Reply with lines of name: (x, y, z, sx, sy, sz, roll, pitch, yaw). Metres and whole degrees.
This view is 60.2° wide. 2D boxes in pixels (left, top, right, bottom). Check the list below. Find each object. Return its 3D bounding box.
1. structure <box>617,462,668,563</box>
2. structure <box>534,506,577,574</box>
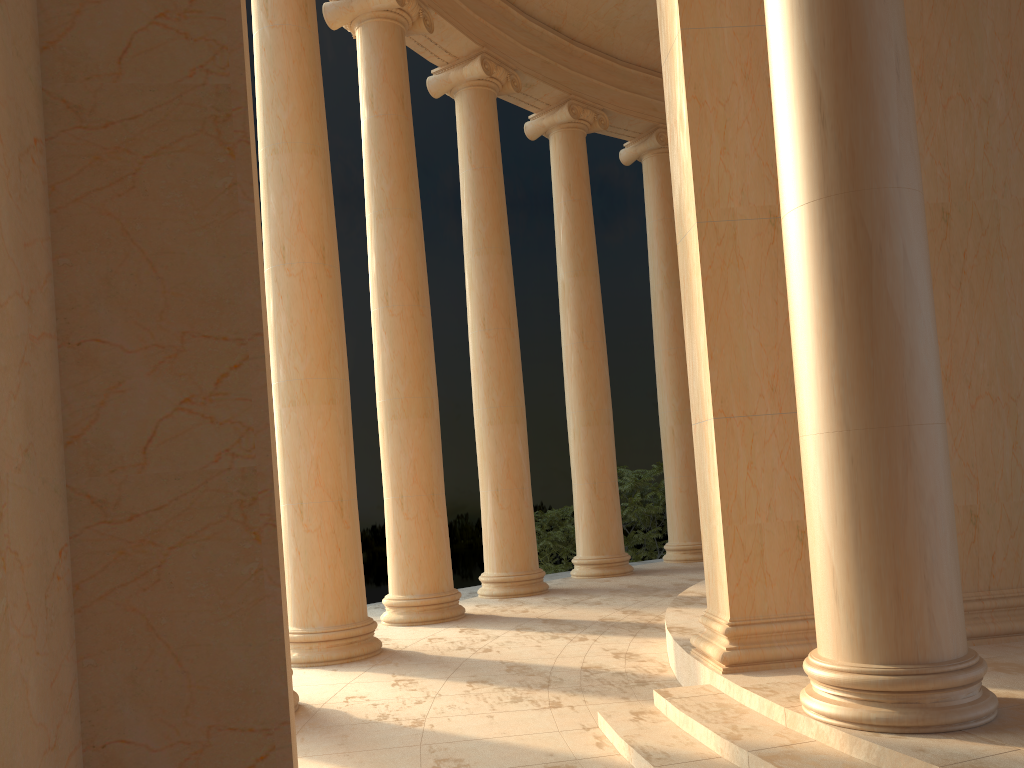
structure: (251.989, 288.688, 1604.994, 247.097, 298.535, 238.627, -4, -4, -2)
structure: (64.405, 305.774, 1519.213, 149.370, 187.726, 156.126, -5, -4, 8)
